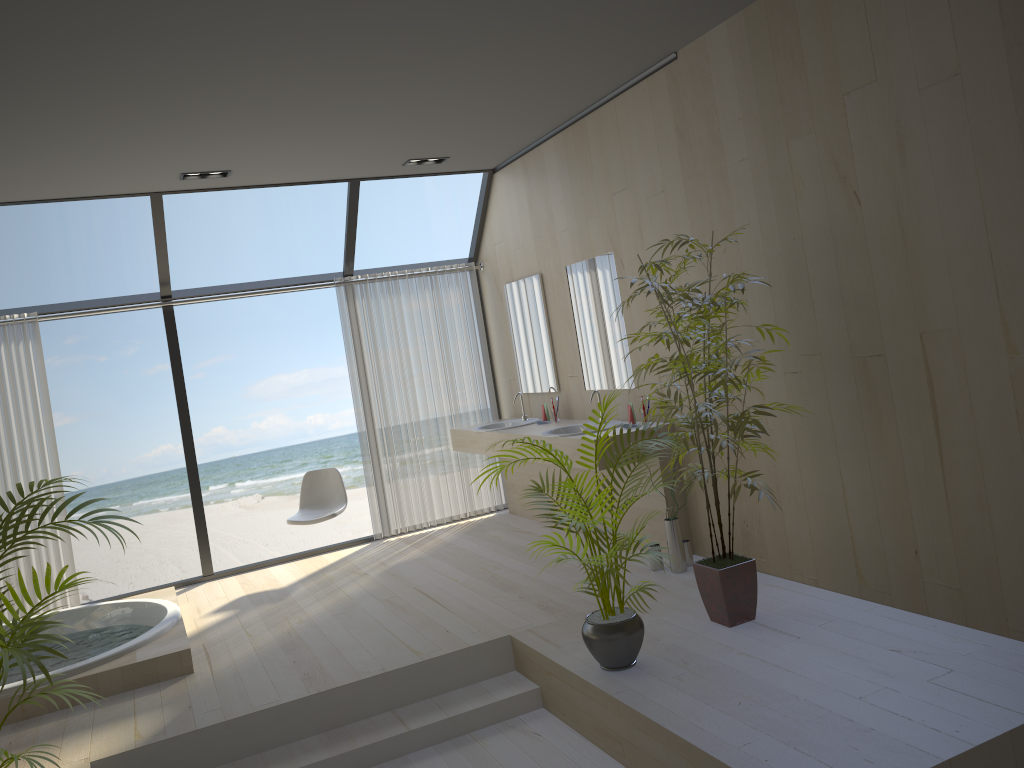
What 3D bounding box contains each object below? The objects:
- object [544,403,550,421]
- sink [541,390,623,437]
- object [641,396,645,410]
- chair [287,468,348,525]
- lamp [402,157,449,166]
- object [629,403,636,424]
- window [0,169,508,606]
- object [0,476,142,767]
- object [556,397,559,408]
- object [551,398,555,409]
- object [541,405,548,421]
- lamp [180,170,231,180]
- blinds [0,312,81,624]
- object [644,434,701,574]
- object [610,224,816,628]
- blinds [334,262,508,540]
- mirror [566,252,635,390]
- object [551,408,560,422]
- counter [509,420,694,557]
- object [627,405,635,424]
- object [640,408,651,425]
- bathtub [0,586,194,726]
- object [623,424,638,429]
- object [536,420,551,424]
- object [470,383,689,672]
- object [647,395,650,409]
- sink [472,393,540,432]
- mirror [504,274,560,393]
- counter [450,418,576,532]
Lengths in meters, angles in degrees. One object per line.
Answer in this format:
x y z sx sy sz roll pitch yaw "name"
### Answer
0.255 0.208 6.522 0.039 0.135 0.039 -9 -1 25 "object"
0.434 0.269 5.553 0.505 0.419 0.572 -9 1 -20 "sink"
0.779 0.158 5.218 0.012 0.178 0.050 -9 -1 16 "object"
-1.416 0.818 6.425 0.369 0.347 0.455 -9 1 5 "chair"
-0.621 -1.633 6.296 0.302 0.112 0.163 -10 2 -24 "lamp"
0.735 0.181 5.420 0.038 0.135 0.039 -9 -1 18 "object"
-2.146 0.016 6.346 4.576 2.816 0.742 -10 0 -24 "window"
-1.697 0.848 2.848 1.070 1.346 0.869 -9 0 -35 "object"
0.322 0.181 6.348 0.054 0.175 0.012 -9 -1 1 "object"
0.299 0.185 6.320 0.012 0.178 0.050 -9 -1 16 "object"
0.232 0.216 6.411 0.039 0.135 0.039 -9 -1 25 "object"
-1.978 -1.392 5.687 0.302 0.112 0.163 -10 2 -24 "lamp"
-3.649 0.621 5.855 1.187 2.072 0.083 -9 -1 -24 "blinds"
0.928 0.653 4.969 0.408 0.749 0.272 -9 0 -36 "object"
0.915 0.185 3.985 0.786 1.758 0.935 -9 0 1 "object"
-0.706 0.099 7.173 1.187 2.072 0.083 -9 -1 -24 "blinds"
0.579 -0.393 5.801 0.023 0.869 0.651 -9 0 -23 "mirror"
0.313 0.224 6.349 0.059 0.100 0.058 -9 0 -17 "object"
0.528 0.672 5.597 0.552 0.791 1.201 -9 1 -24 "counter"
0.712 0.190 5.308 0.038 0.135 0.039 -9 -1 18 "object"
0.793 0.198 5.246 0.058 0.100 0.058 -9 0 -13 "object"
-2.744 1.551 4.798 1.827 0.699 1.642 -10 2 -24 "bathtub"
0.707 0.244 5.228 0.104 0.029 0.033 -8 1 16 "object"
0.227 0.271 6.331 0.104 0.029 0.033 -8 1 16 "object"
0.300 0.588 3.640 0.914 1.158 0.752 -9 0 10 "object"
0.802 0.155 5.246 0.054 0.175 0.012 -9 -1 1 "object"
-0.046 0.295 6.656 0.505 0.419 0.572 -9 1 -20 "sink"
0.142 -0.366 6.737 0.023 0.869 0.651 -9 0 -23 "mirror"
0.048 0.698 6.700 0.552 0.791 1.201 -9 1 -24 "counter"
